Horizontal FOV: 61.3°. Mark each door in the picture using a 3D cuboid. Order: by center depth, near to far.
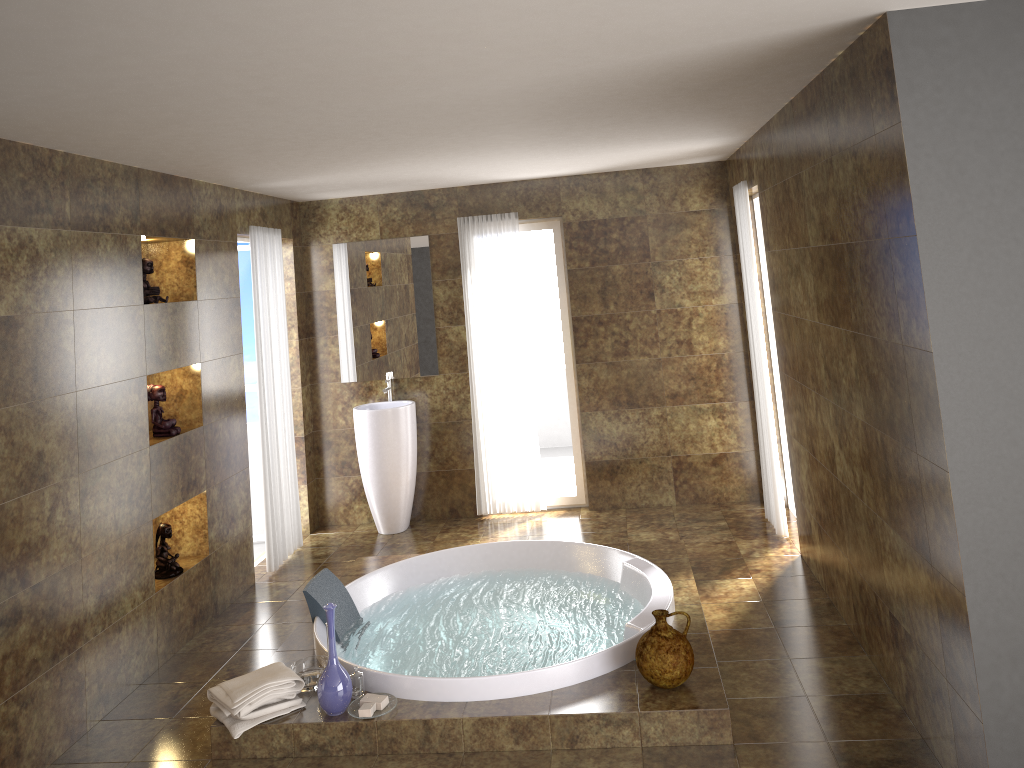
[{"bbox_3d":[-2.259,0.078,6.480,0.963,2.243,0.039,-5,-6,-4],"label":"door"}]

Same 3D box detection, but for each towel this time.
[{"bbox_3d":[-1.035,1.258,3.502,0.324,0.151,0.336,-9,6,-39],"label":"towel"}]

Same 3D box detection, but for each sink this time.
[{"bbox_3d":[-0.922,0.506,6.375,0.457,1.144,0.432,-6,-4,9],"label":"sink"}]

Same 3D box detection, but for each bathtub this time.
[{"bbox_3d":[-0.076,1.190,4.263,1.734,0.525,1.768,0,7,37],"label":"bathtub"}]

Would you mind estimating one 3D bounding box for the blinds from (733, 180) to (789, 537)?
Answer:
[{"bbox_3d":[1.615,-0.212,5.713,0.069,2.293,0.478,-6,-5,7],"label":"blinds"}]

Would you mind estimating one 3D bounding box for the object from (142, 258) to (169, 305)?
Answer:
[{"bbox_3d":[-1.973,-0.565,4.704,0.152,0.269,0.121,-5,-4,6],"label":"object"}]

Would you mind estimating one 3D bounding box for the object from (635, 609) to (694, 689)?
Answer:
[{"bbox_3d":[0.601,1.044,3.421,0.231,0.277,0.227,-5,-1,-22],"label":"object"}]

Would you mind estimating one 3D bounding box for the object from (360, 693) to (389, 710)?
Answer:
[{"bbox_3d":[-0.544,1.255,3.414,0.100,0.032,0.061,-3,5,21],"label":"object"}]

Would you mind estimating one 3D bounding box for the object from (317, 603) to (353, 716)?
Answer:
[{"bbox_3d":[-0.711,1.084,3.434,0.135,0.423,0.134,-6,-5,14],"label":"object"}]

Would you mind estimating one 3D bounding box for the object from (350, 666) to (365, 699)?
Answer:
[{"bbox_3d":[-0.635,1.215,3.538,0.058,0.116,0.056,-3,-4,-31],"label":"object"}]

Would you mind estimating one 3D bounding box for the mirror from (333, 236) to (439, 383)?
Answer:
[{"bbox_3d":[-0.986,-0.582,6.707,0.766,1.099,0.008,-5,-6,6],"label":"mirror"}]

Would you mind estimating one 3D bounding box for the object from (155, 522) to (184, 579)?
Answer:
[{"bbox_3d":[-1.834,0.873,4.594,0.152,0.276,0.150,-5,-3,7],"label":"object"}]

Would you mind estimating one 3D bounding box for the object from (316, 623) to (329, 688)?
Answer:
[{"bbox_3d":[-0.747,1.125,3.569,0.130,0.310,0.129,-6,-4,14],"label":"object"}]

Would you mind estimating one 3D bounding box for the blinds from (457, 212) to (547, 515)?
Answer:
[{"bbox_3d":[-0.097,-0.172,6.539,0.518,2.280,0.066,-5,-6,6],"label":"blinds"}]

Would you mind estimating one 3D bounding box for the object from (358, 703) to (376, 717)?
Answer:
[{"bbox_3d":[-0.560,1.262,3.345,0.053,0.034,0.073,-5,5,7],"label":"object"}]

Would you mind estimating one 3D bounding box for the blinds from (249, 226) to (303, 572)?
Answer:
[{"bbox_3d":[-1.616,0.039,5.943,0.067,2.292,0.592,-6,-5,7],"label":"blinds"}]

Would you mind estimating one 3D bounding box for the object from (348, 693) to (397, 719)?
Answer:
[{"bbox_3d":[-0.547,1.273,3.402,0.190,0.018,0.190,-6,7,-5],"label":"object"}]

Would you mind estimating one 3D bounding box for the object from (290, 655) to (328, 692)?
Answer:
[{"bbox_3d":[-0.857,1.235,3.690,0.170,0.076,0.169,-6,5,-12],"label":"object"}]

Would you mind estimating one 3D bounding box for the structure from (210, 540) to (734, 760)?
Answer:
[{"bbox_3d":[-0.073,1.197,4.264,2.000,0.124,2.012,-4,7,6],"label":"structure"}]

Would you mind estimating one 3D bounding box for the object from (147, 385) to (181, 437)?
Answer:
[{"bbox_3d":[-1.900,0.141,4.695,0.174,0.287,0.110,-5,-4,6],"label":"object"}]
